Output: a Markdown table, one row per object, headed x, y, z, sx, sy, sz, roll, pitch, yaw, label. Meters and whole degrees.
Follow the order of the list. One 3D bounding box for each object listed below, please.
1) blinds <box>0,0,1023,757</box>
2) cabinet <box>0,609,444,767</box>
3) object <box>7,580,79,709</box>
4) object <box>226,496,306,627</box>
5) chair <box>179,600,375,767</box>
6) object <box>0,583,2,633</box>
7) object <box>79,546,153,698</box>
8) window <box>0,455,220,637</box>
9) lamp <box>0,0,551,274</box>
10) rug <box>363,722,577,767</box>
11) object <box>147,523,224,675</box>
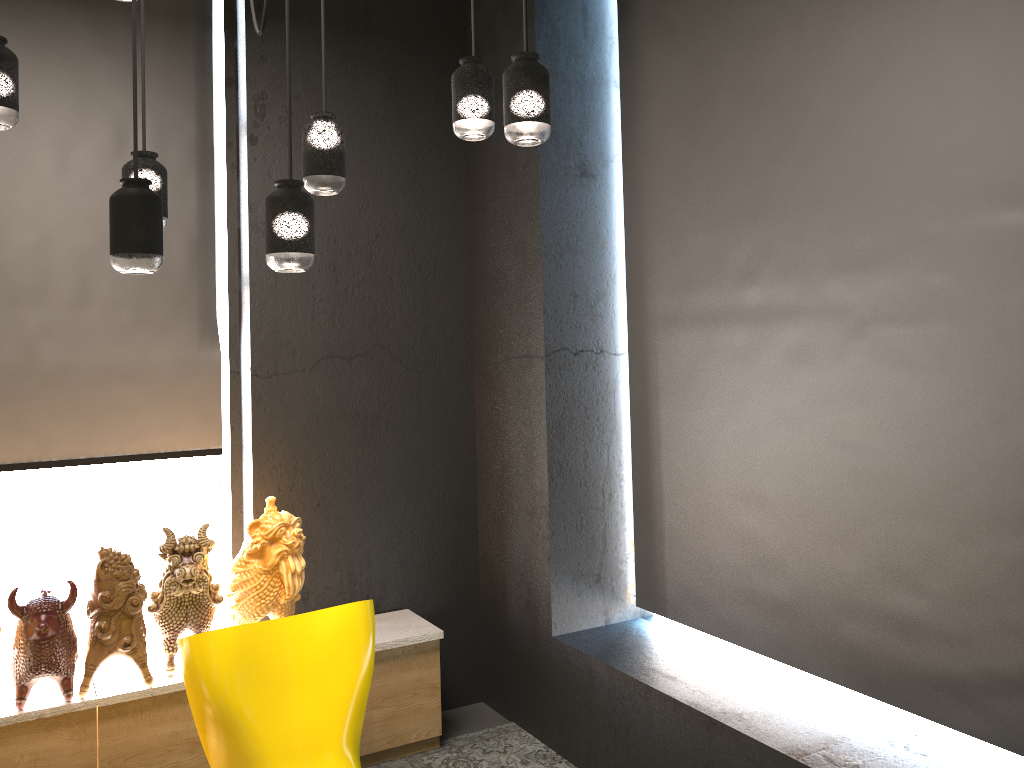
| x | y | z | sx | sy | sz | roll | pitch | yaw | label |
| --- | --- | --- | --- | --- | --- | --- | --- | --- | --- |
| -4.375 | -0.438 | 1.866 | 12.714 | 3.317 | 3.519 | -2 | 0 | -9 | blinds |
| -1.578 | 1.392 | 3.342 | 2.732 | 0.531 | 0.403 | -3 | 0 | -29 | cabinet |
| -1.707 | 0.914 | 3.243 | 0.219 | 0.441 | 0.462 | -1 | 0 | -24 | object |
| -1.028 | 0.779 | 3.636 | 0.307 | 0.656 | 0.468 | -1 | -1 | -24 | object |
| -0.634 | 1.207 | 2.786 | 0.658 | 0.898 | 1.068 | -1 | 0 | -34 | chair |
| -1.962 | 0.823 | 3.111 | 0.307 | 0.656 | 0.468 | -1 | -1 | -24 | object |
| -1.517 | 0.863 | 3.406 | 0.249 | 0.546 | 0.474 | -1 | 0 | -22 | object |
| -2.461 | -0.467 | 3.807 | 2.310 | 3.174 | 0.051 | -1 | -2 | -29 | window |
| -0.375 | -1.398 | 1.366 | 2.842 | 2.277 | 2.675 | -1 | 0 | 15 | lamp |
| -0.853 | 1.670 | 2.396 | 3.599 | 0.010 | 2.187 | -3 | 2 | -29 | rug |
| -1.312 | 0.827 | 3.489 | 0.271 | 0.580 | 0.429 | -1 | -1 | -36 | object |
